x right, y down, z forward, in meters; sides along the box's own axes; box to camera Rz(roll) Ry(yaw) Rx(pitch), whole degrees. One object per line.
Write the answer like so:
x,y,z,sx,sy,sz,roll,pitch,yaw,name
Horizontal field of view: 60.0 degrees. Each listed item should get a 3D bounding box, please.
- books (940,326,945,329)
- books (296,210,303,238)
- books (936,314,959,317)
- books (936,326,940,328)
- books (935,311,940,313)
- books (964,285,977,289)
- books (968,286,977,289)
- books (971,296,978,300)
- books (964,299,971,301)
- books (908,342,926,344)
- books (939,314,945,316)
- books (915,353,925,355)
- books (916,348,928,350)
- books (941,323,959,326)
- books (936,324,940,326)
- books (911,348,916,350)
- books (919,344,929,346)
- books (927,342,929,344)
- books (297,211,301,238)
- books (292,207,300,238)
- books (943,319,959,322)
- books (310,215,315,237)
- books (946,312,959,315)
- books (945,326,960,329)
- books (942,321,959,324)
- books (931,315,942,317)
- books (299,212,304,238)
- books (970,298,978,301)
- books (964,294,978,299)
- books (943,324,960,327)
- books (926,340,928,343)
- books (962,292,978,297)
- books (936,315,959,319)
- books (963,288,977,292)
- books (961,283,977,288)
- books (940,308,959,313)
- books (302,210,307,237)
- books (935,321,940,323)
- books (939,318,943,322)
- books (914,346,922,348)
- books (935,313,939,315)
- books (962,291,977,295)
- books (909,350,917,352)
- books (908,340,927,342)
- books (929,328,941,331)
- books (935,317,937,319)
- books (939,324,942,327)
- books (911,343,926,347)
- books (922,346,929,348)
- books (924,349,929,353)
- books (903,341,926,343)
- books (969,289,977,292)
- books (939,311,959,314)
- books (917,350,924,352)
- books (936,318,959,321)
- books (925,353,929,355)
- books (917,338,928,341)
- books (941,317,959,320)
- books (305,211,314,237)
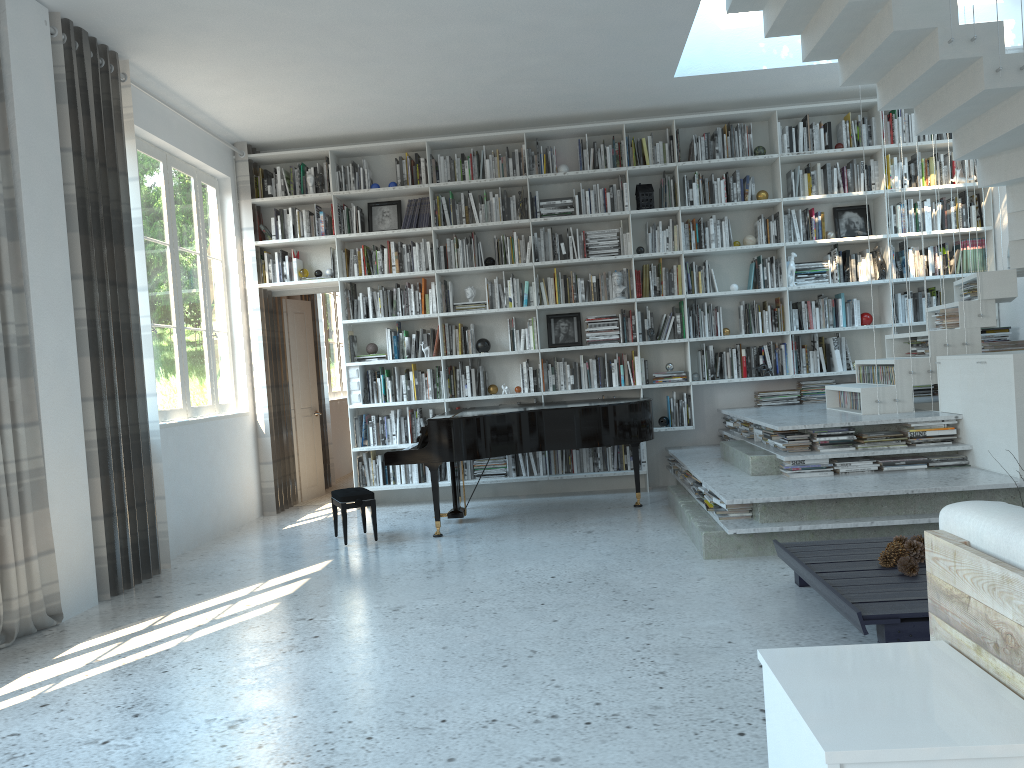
3.144,-0.408,6.281,0.184,0.016,0.128,-4,1,11,books
-1.866,-1.392,7.833,0.013,0.269,0.162,-4,1,4,books
3.041,-0.468,6.004,0.295,0.007,0.146,-3,1,38,books
3.245,-0.430,6.515,0.136,0.017,0.288,-4,1,2,books
3.229,-0.538,6.513,0.157,0.014,0.180,-4,1,2,books
3.282,-0.685,6.194,0.174,0.009,0.240,-4,1,13,books
3.293,-0.675,6.192,0.144,0.011,0.257,-4,1,11,books
3.305,-0.606,6.192,0.130,0.014,0.249,-4,1,17,books
3.407,-0.618,6.468,0.149,0.014,0.228,-4,1,16,books
3.050,-0.307,6.550,0.159,0.009,0.208,-4,1,0,books
3.134,-0.500,6.249,0.218,0.012,0.156,-4,1,20,books
3.077,-0.223,6.551,0.130,0.014,0.188,-4,1,4,books
3.028,-0.257,6.330,0.184,0.014,0.225,-4,1,1,books
3.061,-0.412,6.027,0.254,0.007,0.189,-4,1,31,books
3.242,-0.444,6.515,0.138,0.010,0.254,-4,1,1,books
3.059,-0.264,6.551,0.145,0.015,0.166,-4,1,-1,books
3.025,-0.283,6.329,0.189,0.012,0.155,-4,1,7,books
2.929,-0.284,6.057,0.169,0.014,0.212,-4,1,24,books
-1.853,-1.383,7.832,0.012,0.249,0.192,-4,1,4,books
-1.892,-1.402,7.843,0.037,0.292,0.155,-4,1,4,books
3.044,-0.432,6.005,0.214,0.014,0.138,-3,1,31,books
-1.744,-1.373,7.842,0.028,0.212,0.138,-4,1,4,books
3.051,-0.480,6.017,0.184,0.016,0.179,-3,1,32,books
3.060,-0.390,6.024,0.206,0.012,0.183,-3,1,31,books
3.053,-0.420,6.016,0.222,0.011,0.180,-3,1,35,books
3.218,-0.510,6.515,0.173,0.011,0.203,-4,1,-1,books
-1.837,-1.382,7.831,0.021,0.244,0.173,-4,1,4,books
3.305,-0.592,6.193,0.136,0.013,0.258,-4,1,16,books
3.275,-0.618,6.199,0.182,0.013,0.287,-4,1,18,books
3.056,-0.402,6.019,0.215,0.013,0.189,-3,1,36,books
3.049,-0.308,6.327,0.133,0.017,0.178,-4,1,8,books
3.274,-0.631,6.199,0.191,0.014,0.243,-4,1,17,books
3.042,-0.460,6.004,0.295,0.007,0.146,-3,1,34,books
3.280,-0.665,6.195,0.176,0.007,0.254,-4,1,12,books
3.273,-0.695,6.196,0.191,0.013,0.243,-4,1,15,books
3.045,-0.505,6.011,0.234,0.025,0.157,-3,1,41,books
-1.803,-1.393,7.827,0.025,0.261,0.167,-4,1,4,books
3.241,-0.465,6.514,0.145,0.012,0.297,-4,1,3,books
3.135,-0.464,6.237,0.178,0.036,0.221,-4,1,9,books
3.066,-0.277,6.550,0.132,0.010,0.198,-4,1,8,books
3.227,-0.524,6.513,0.157,0.014,0.180,-4,1,0,books
3.281,-0.643,6.196,0.187,0.009,0.261,-4,1,14,books
3.046,-0.249,6.553,0.159,0.012,0.225,-4,1,12,books
3.050,-0.324,6.550,0.161,0.012,0.195,-4,1,1,books
3.222,-0.411,6.517,0.190,0.018,0.287,-4,1,3,books
3.235,-0.498,6.514,0.149,0.017,0.239,-4,1,2,books
3.139,-0.422,6.251,0.200,0.014,0.177,-4,1,8,books
3.057,-0.292,6.550,0.140,0.022,0.181,-4,1,-3,books
3.039,-0.272,6.328,0.150,0.013,0.219,-4,1,9,books
2.922,-0.232,6.063,0.172,0.019,0.239,-4,1,29,books
3.031,-0.313,6.551,0.198,0.006,0.188,-4,1,0,books
3.291,-0.655,6.193,0.154,0.014,0.196,-4,1,17,books
3.041,-0.490,6.005,0.254,0.005,0.160,-3,1,36,books
3.029,-0.243,6.330,0.175,0.016,0.207,-4,1,-1,books
3.043,-0.443,6.005,0.295,0.006,0.146,-3,1,38,books
3.048,-0.222,6.329,0.137,0.013,0.198,-4,1,11,books
3.023,-0.322,6.328,0.177,0.014,0.194,-4,1,-1,books
3.052,-0.452,6.017,0.232,0.011,0.171,-3,1,40,books
-1.775,-1.390,7.825,0.030,0.251,0.165,-4,1,4,books
